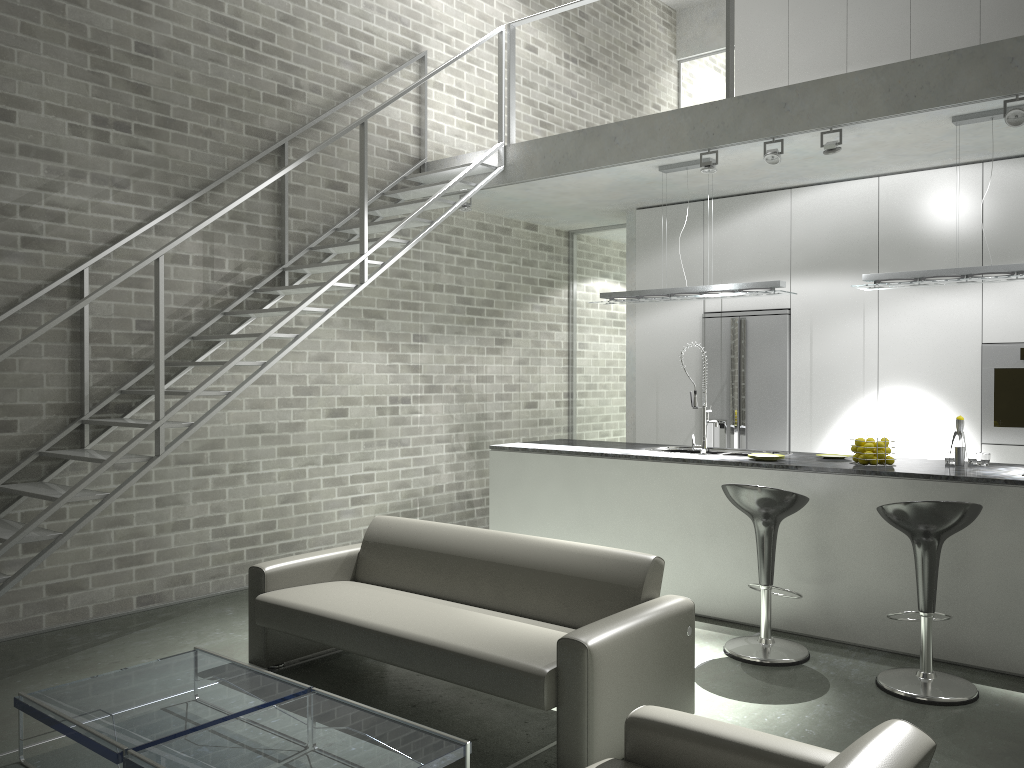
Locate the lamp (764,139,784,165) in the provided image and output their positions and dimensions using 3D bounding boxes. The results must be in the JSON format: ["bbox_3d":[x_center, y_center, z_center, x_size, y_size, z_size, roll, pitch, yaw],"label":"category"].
[{"bbox_3d":[1.647,-1.463,5.597,0.115,0.151,0.115,0,1,-8],"label":"lamp"}]

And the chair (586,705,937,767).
[{"bbox_3d":[0.403,1.115,2.022,0.910,0.717,0.963,0,1,39],"label":"chair"}]

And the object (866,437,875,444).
[{"bbox_3d":[2.084,0.337,5.155,0.051,0.053,0.063,0,1,31],"label":"object"}]

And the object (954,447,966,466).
[{"bbox_3d":[2.565,0.414,5.080,0.060,0.106,0.060,0,1,33],"label":"object"}]

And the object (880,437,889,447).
[{"bbox_3d":[2.158,0.338,5.135,0.050,0.060,0.059,0,1,29],"label":"object"}]

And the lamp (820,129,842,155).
[{"bbox_3d":[1.942,-1.461,5.384,0.115,0.151,0.115,0,1,-8],"label":"lamp"}]

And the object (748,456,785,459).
[{"bbox_3d":[1.549,0.451,5.404,0.217,0.017,0.216,0,1,-18],"label":"object"}]

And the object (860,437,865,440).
[{"bbox_3d":[2.049,0.343,5.214,0.052,0.060,0.057,0,1,17],"label":"object"}]

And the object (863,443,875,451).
[{"bbox_3d":[2.051,0.363,5.097,0.061,0.052,0.053,0,1,42],"label":"object"}]

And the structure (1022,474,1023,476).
[{"bbox_3d":[2.961,0.453,4.579,0.500,0.038,0.500,0,1,39],"label":"structure"}]

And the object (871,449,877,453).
[{"bbox_3d":[2.095,0.399,5.113,0.051,0.053,0.062,0,1,37],"label":"object"}]

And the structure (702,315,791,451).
[{"bbox_3d":[1.929,0.397,7.314,0.743,1.900,0.160,0,1,39],"label":"structure"}]

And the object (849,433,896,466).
[{"bbox_3d":[2.093,0.379,5.151,0.189,0.174,0.207,0,1,-6],"label":"object"}]

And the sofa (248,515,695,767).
[{"bbox_3d":[-0.294,1.096,4.148,2.114,0.717,0.902,0,1,39],"label":"sofa"}]

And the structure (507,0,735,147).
[{"bbox_3d":[2.139,-2.318,5.211,5.560,0.972,0.070,0,1,39],"label":"structure"}]

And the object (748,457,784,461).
[{"bbox_3d":[1.549,0.456,5.404,0.217,0.017,0.216,0,1,-18],"label":"object"}]

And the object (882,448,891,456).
[{"bbox_3d":[2.157,0.387,5.116,0.061,0.054,0.053,0,1,-15],"label":"object"}]

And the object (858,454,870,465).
[{"bbox_3d":[2.041,0.436,5.130,0.074,0.063,0.064,0,1,-40],"label":"object"}]

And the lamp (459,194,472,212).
[{"bbox_3d":[2.982,-1.482,7.022,6.854,0.136,0.110,0,1,4],"label":"lamp"}]

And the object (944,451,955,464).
[{"bbox_3d":[2.571,0.431,5.193,0.064,0.070,0.063,0,1,-13],"label":"object"}]

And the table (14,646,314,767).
[{"bbox_3d":[-1.348,1.325,3.457,0.820,0.270,0.800,0,1,39],"label":"table"}]

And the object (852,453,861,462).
[{"bbox_3d":[2.023,0.430,5.189,0.060,0.057,0.052,0,1,31],"label":"object"}]

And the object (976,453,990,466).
[{"bbox_3d":[2.705,0.432,5.089,0.063,0.070,0.064,0,1,-43],"label":"object"}]

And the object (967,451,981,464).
[{"bbox_3d":[2.701,0.431,5.182,0.064,0.070,0.063,0,1,-13],"label":"object"}]

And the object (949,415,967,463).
[{"bbox_3d":[2.579,0.323,5.084,0.088,0.288,0.101,0,1,-21],"label":"object"}]

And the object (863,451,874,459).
[{"bbox_3d":[2.038,0.410,5.074,0.061,0.054,0.052,0,1,6],"label":"object"}]

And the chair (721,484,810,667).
[{"bbox_3d":[1.364,0.984,4.761,0.464,0.931,0.457,0,1,-37],"label":"chair"}]

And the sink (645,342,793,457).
[{"bbox_3d":[1.378,0.230,6.016,0.987,1.023,0.546,0,1,39],"label":"sink"}]

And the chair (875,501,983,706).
[{"bbox_3d":[1.977,0.989,4.217,0.457,0.931,0.464,0,1,20],"label":"chair"}]

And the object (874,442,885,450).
[{"bbox_3d":[2.109,0.352,5.090,0.051,0.053,0.063,0,1,42],"label":"object"}]

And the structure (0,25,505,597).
[{"bbox_3d":[-1.776,-0.681,5.565,0.902,4.246,4.345,0,1,39],"label":"structure"}]

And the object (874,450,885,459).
[{"bbox_3d":[2.106,0.402,5.085,0.061,0.055,0.051,0,1,8],"label":"object"}]

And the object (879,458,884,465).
[{"bbox_3d":[2.134,0.440,5.142,0.061,0.055,0.050,0,1,-15],"label":"object"}]

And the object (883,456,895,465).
[{"bbox_3d":[2.164,0.438,5.091,0.062,0.052,0.053,0,1,-21],"label":"object"}]

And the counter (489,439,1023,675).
[{"bbox_3d":[1.821,0.943,5.516,4.400,0.960,0.900,0,1,39],"label":"counter"}]

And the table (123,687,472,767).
[{"bbox_3d":[-0.697,1.330,2.928,0.820,0.270,0.800,0,1,39],"label":"table"}]

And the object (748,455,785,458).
[{"bbox_3d":[1.549,0.446,5.404,0.217,0.017,0.216,0,1,-18],"label":"object"}]

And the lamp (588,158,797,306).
[{"bbox_3d":[1.241,-1.082,6.289,1.490,0.964,0.290,0,1,39],"label":"lamp"}]

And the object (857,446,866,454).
[{"bbox_3d":[2.035,0.385,5.148,0.062,0.053,0.052,0,0,1],"label":"object"}]

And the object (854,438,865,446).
[{"bbox_3d":[2.026,0.340,5.166,0.053,0.051,0.063,0,1,-13],"label":"object"}]

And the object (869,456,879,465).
[{"bbox_3d":[2.077,0.438,5.085,0.051,0.053,0.063,0,1,37],"label":"object"}]

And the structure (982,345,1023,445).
[{"bbox_3d":[3.544,0.073,5.962,0.692,0.680,0.036,0,1,39],"label":"structure"}]

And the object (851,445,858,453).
[{"bbox_3d":[2.021,0.383,5.208,0.053,0.051,0.063,0,1,-2],"label":"object"}]

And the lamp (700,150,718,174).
[{"bbox_3d":[1.306,-1.473,5.884,0.109,0.136,0.109,0,1,-9],"label":"lamp"}]

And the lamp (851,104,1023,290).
[{"bbox_3d":[2.742,-1.071,5.067,1.490,0.964,0.290,0,1,39],"label":"lamp"}]

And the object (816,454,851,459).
[{"bbox_3d":[2.014,0.455,5.549,0.217,0.017,0.216,0,1,-25],"label":"object"}]

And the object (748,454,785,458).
[{"bbox_3d":[1.549,0.441,5.404,0.217,0.017,0.216,0,1,-18],"label":"object"}]

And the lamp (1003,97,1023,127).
[{"bbox_3d":[2.695,-1.453,4.736,0.131,0.154,0.098,0,1,39],"label":"lamp"}]
